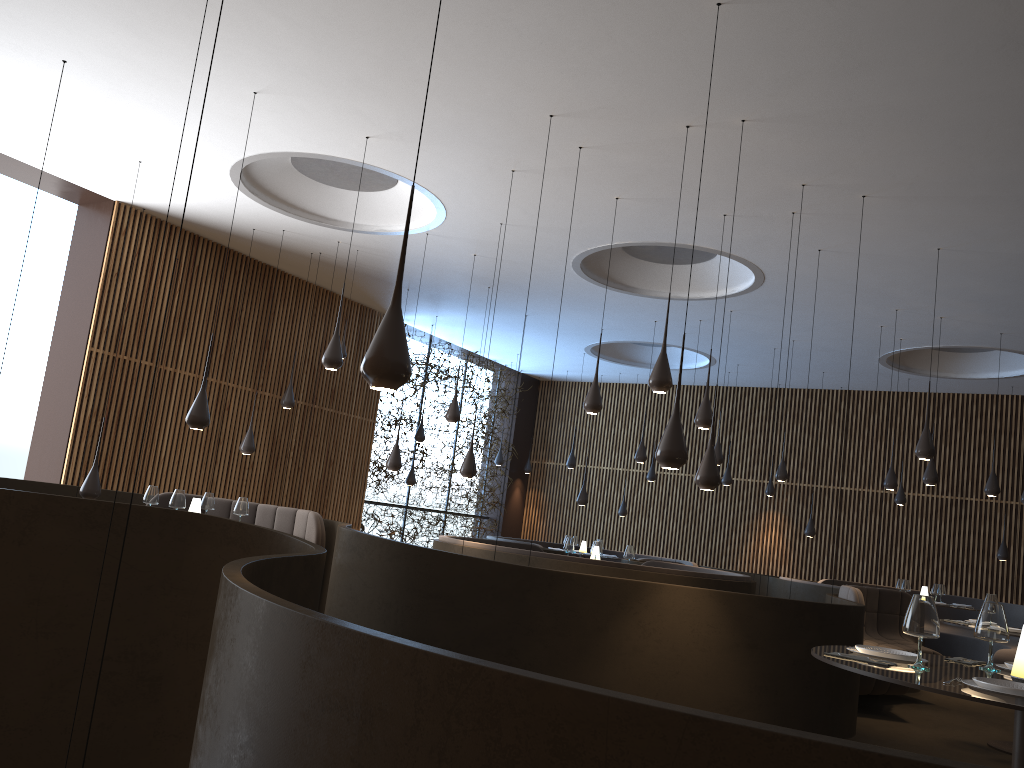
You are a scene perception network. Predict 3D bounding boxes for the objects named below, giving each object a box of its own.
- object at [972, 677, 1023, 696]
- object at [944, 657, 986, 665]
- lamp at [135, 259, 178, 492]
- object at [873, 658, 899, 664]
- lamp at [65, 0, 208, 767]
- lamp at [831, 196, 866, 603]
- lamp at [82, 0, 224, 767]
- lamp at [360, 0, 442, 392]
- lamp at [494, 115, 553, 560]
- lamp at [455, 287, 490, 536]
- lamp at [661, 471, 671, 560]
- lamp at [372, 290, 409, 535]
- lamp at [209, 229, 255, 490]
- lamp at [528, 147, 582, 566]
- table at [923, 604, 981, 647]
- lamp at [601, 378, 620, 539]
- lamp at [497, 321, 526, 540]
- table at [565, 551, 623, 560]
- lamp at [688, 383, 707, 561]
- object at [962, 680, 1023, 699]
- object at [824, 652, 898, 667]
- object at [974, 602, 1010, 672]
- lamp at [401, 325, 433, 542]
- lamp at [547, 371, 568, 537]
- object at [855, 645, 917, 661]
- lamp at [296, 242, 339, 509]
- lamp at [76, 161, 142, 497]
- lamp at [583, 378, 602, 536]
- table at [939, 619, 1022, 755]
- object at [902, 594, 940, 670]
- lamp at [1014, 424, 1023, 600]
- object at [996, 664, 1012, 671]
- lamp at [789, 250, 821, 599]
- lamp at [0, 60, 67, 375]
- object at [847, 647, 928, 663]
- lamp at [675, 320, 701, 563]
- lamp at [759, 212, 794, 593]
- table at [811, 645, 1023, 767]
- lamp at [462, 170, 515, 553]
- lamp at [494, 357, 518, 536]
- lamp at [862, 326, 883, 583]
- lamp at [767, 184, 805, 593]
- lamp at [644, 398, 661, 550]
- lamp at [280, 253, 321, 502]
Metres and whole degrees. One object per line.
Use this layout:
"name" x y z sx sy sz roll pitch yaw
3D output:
"object" 1.785 1.085 3.153 0.263 0.029 0.264 4 -10 22
"object" 2.152 1.316 4.208 0.126 0.017 0.263 0 -12 41
"lamp" -4.582 1.510 10.692 0.196 6.255 0.196 7 -7 7
"object" 1.644 1.194 3.890 0.204 0.012 0.412 1 -11 35
"lamp" -2.071 -0.055 4.914 0.196 6.255 0.196 14 -10 -43
"lamp" 2.862 1.338 7.810 0.196 6.255 0.196 5 -8 17
"lamp" -1.342 -0.200 3.403 0.196 6.255 0.196 14 -10 -43
"lamp" -0.301 -1.430 3.551 0.196 2.951 0.196 14 -10 -43
"lamp" -0.069 0.834 7.011 0.196 6.255 0.196 11 -8 -23
"lamp" -0.738 1.649 12.722 0.196 6.255 0.196 9 -8 -13
"lamp" 2.413 2.258 14.002 0.196 6.255 0.196 11 -8 -23
"lamp" -2.023 1.602 13.475 0.196 6.255 0.196 7 -7 7
"lamp" -3.809 1.031 11.315 0.196 6.255 0.196 1 -10 39
"lamp" 0.216 0.955 7.549 0.196 6.255 0.196 2 -9 36
"table" 6.212 3.821 13.448 1.671 1.020 1.679 4 -9 21
"lamp" 1.869 2.846 18.175 0.196 6.255 0.196 14 -10 -43
"lamp" -0.161 1.953 14.175 0.196 6.255 0.196 9 -8 -13
"table" 1.228 3.603 16.134 1.673 1.020 1.677 9 -9 -8
"lamp" 3.641 3.049 18.010 0.196 6.255 0.196 12 -9 -33
"object" 1.783 1.094 3.152 0.332 0.014 0.333 -1 -12 41
"object" 1.440 1.139 3.666 0.262 0.017 0.127 0 -11 39
"object" 2.158 1.136 3.990 0.142 0.294 0.142 3 -9 29
"lamp" -1.861 1.998 15.846 0.196 6.255 0.196 12 -9 -33
"lamp" 0.800 2.795 18.722 0.196 6.255 0.196 12 -9 -33
"object" 1.644 1.183 3.887 0.263 0.029 0.264 7 -9 1
"lamp" -2.703 1.185 11.389 0.196 6.255 0.196 12 -9 -30
"lamp" -4.487 0.632 9.345 0.196 6.255 0.196 7 -7 7
"lamp" 1.542 2.887 18.698 0.196 6.255 0.196 5 -8 17
"table" 4.624 2.720 7.770 1.675 1.020 1.675 11 -9 -23
"object" 1.696 1.026 3.675 0.142 0.294 0.142 5 -8 16
"lamp" 8.158 3.054 14.356 0.196 6.255 0.196 14 -10 -43
"object" 2.370 1.304 3.999 0.331 0.014 0.333 2 -10 31
"lamp" 2.992 1.600 9.368 0.196 6.255 0.196 11 -8 -23
"lamp" -3.394 0.915 5.532 0.196 6.255 0.196 14 -10 -43
"object" 1.642 1.192 3.886 0.332 0.014 0.333 0 -12 39
"lamp" 2.461 2.113 13.047 0.196 6.255 0.196 11 -8 -23
"lamp" 2.401 1.374 8.414 0.196 6.255 0.196 12 -9 -33
"table" 2.018 1.709 3.495 1.672 1.020 1.678 0 -11 40
"lamp" -0.387 0.991 8.268 0.196 6.255 0.196 2 -9 36
"lamp" -0.276 2.471 17.551 0.196 6.255 0.196 12 -9 -33
"lamp" 4.812 2.265 12.093 0.196 6.255 0.196 11 -8 -23
"lamp" 2.277 1.250 7.733 0.196 6.255 0.196 5 -8 17
"lamp" 2.784 2.988 18.327 0.196 6.255 0.196 14 -10 -43
"lamp" -3.086 1.238 12.032 0.196 6.255 0.196 1 -10 39
